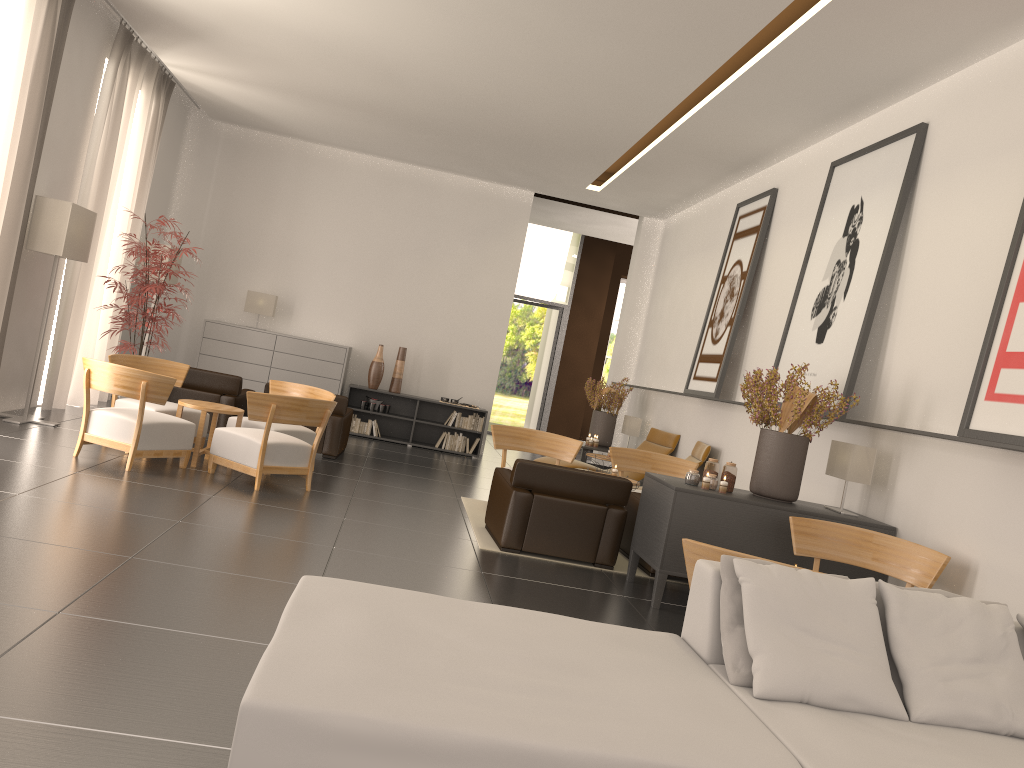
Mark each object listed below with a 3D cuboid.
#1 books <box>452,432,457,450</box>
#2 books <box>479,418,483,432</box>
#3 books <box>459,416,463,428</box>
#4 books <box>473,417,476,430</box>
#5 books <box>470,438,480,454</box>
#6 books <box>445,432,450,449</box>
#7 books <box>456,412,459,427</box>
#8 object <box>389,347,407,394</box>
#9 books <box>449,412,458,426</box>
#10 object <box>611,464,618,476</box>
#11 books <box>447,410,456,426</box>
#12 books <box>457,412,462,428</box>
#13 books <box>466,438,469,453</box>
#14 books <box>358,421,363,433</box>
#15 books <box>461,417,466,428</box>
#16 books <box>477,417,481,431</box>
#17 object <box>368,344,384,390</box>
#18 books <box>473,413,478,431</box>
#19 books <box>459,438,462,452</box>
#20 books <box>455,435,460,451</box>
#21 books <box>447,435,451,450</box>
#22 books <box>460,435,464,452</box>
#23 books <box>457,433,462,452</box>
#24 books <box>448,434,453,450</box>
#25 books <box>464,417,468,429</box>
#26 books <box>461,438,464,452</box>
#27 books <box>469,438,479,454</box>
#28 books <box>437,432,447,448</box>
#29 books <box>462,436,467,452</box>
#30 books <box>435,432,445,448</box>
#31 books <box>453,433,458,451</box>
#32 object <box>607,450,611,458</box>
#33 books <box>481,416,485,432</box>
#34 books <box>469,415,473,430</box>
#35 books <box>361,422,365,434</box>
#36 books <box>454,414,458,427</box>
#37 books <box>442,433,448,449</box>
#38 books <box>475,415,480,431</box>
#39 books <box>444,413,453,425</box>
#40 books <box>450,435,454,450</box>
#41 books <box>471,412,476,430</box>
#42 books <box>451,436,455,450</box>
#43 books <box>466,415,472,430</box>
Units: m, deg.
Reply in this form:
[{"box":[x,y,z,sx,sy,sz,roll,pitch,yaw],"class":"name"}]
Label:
[{"box":[-1.287,1.264,19.689,0.031,0.406,0.231,11,0,-7],"class":"books"},{"box":[-0.702,0.900,19.722,0.048,0.305,0.226,11,0,-7],"class":"books"},{"box":[-1.133,0.844,19.700,0.054,0.249,0.167,11,0,-7],"class":"books"},{"box":[-0.846,0.873,19.710,0.017,0.302,0.215,11,0,-7],"class":"books"},{"box":[-0.827,1.373,19.735,0.156,0.371,0.252,11,0,-7],"class":"books"},{"box":[-1.432,1.250,19.663,0.041,0.377,0.248,11,0,-7],"class":"books"},{"box":[-1.212,0.791,19.645,0.019,0.324,0.254,11,0,-7],"class":"books"},{"box":[-2.516,-0.311,19.713,0.262,1.025,0.262,11,0,-3],"class":"object"},{"box":[-1.303,0.776,19.635,0.130,0.322,0.252,11,0,-7],"class":"books"},{"box":[1.425,1.205,12.266,0.076,0.187,0.076,11,0,32],"class":"object"},{"box":[-1.337,0.752,19.639,0.138,0.354,0.236,11,0,-7],"class":"books"},{"box":[-1.178,0.795,19.683,0.054,0.329,0.187,11,0,-7],"class":"books"},{"box":[-0.991,1.364,19.722,0.106,0.325,0.238,11,0,-7],"class":"books"},{"box":[-3.321,0.948,19.443,0.054,0.249,0.167,11,0,-7],"class":"books"},{"box":[-1.078,0.855,19.706,0.054,0.249,0.167,11,0,-7],"class":"books"},{"box":[-0.745,0.888,19.707,0.039,0.313,0.246,11,0,-7],"class":"books"},{"box":[-2.955,-0.376,19.437,0.327,0.992,0.326,11,0,17],"class":"object"},{"box":[-0.814,0.837,19.711,0.029,0.385,0.220,11,0,-7],"class":"books"},{"box":[-1.145,1.324,19.689,0.014,0.342,0.266,11,0,-7],"class":"books"},{"box":[-1.216,1.314,19.689,0.041,0.335,0.248,11,0,-7],"class":"books"},{"box":[-1.408,1.283,19.664,0.018,0.321,0.252,11,0,-7],"class":"books"},{"box":[-1.125,1.321,19.691,0.023,0.357,0.266,11,0,-7],"class":"books"},{"box":[-1.169,1.288,19.696,0.041,0.404,0.245,11,0,-7],"class":"books"},{"box":[-1.370,1.288,19.666,0.057,0.328,0.257,11,0,-7],"class":"books"},{"box":[-1.024,0.865,19.713,0.054,0.249,0.167,11,0,-7],"class":"books"},{"box":[-1.105,1.332,19.693,0.020,0.342,0.268,11,0,-7],"class":"books"},{"box":[-0.857,1.373,19.733,0.153,0.360,0.249,11,0,-7],"class":"books"},{"box":[-1.563,1.230,19.645,0.156,0.371,0.252,11,0,-7],"class":"books"},{"box":[-1.070,1.336,19.733,0.057,0.346,0.197,11,0,-7],"class":"books"},{"box":[-1.593,1.230,19.643,0.153,0.360,0.249,11,0,-7],"class":"books"},{"box":[-1.255,1.285,19.698,0.041,0.377,0.221,11,0,-7],"class":"books"},{"box":[1.754,1.214,15.816,0.080,0.187,0.080,11,0,-42],"class":"object"},{"box":[-0.662,0.891,19.713,0.022,0.339,0.253,11,0,-7],"class":"books"},{"box":[-0.912,0.852,19.691,0.039,0.318,0.236,11,0,-7],"class":"books"},{"box":[-3.267,0.959,19.449,0.054,0.249,0.167,11,0,-7],"class":"books"},{"box":[-1.234,0.796,19.650,0.017,0.305,0.239,11,0,-7],"class":"books"},{"box":[-1.489,1.257,19.647,0.071,0.344,0.265,11,0,-7],"class":"books"},{"box":[-0.782,0.857,19.720,0.039,0.358,0.210,11,0,-7],"class":"books"},{"box":[-1.400,0.772,19.624,0.142,0.290,0.252,11,0,-7],"class":"books"},{"box":[-1.334,1.295,19.667,0.016,0.328,0.265,11,0,-7],"class":"books"},{"box":[-0.866,0.828,19.698,0.039,0.384,0.232,11,0,-7],"class":"books"},{"box":[-1.320,1.302,19.688,0.018,0.318,0.227,11,0,-7],"class":"books"},{"box":[-0.959,0.847,19.681,0.054,0.311,0.244,11,0,-7],"class":"books"}]
